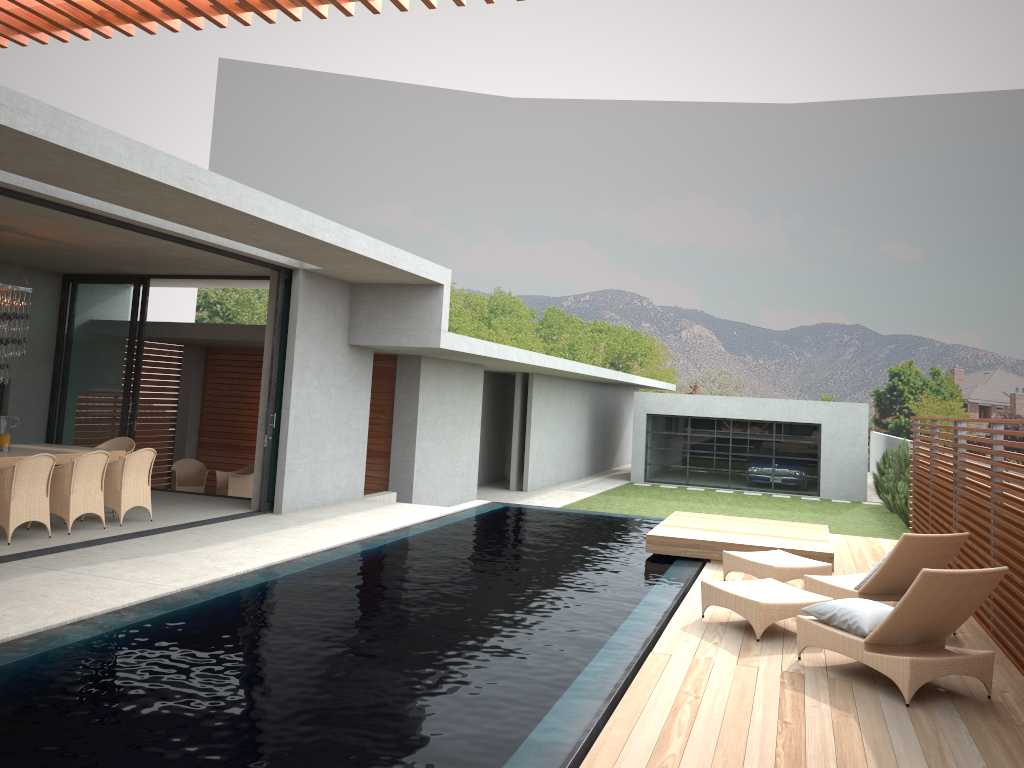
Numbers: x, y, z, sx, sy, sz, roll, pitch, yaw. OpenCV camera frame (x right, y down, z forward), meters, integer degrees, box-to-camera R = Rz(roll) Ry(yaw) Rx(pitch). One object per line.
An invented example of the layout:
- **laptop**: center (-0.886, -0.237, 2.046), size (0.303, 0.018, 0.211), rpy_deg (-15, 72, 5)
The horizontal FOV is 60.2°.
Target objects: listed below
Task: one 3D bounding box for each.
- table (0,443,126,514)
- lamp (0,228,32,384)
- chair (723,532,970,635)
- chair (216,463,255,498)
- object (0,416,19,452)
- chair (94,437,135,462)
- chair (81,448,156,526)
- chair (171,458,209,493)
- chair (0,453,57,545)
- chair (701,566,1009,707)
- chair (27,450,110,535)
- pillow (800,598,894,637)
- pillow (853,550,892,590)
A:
- **table**: center (-5.878, 1.116, 9.488), size (1.280, 0.762, 3.238), rpy_deg (2, -1, 18)
- **lamp**: center (-5.848, -0.876, 9.845), size (0.618, 1.769, 0.614), rpy_deg (1, -5, 18)
- **chair**: center (2.872, 1.571, 7.913), size (0.698, 0.833, 2.288), rpy_deg (5, -2, -23)
- **chair**: center (-4.738, 1.806, 15.281), size (0.627, 0.870, 0.616), rpy_deg (7, -5, -42)
- **object**: center (-5.686, 0.557, 9.910), size (0.193, 0.389, 0.191), rpy_deg (3, -5, 0)
- **chair**: center (-5.283, 1.127, 11.459), size (0.618, 0.870, 0.625), rpy_deg (2, -4, 18)
- **chair**: center (-4.499, 1.151, 10.207), size (0.630, 0.870, 0.613), rpy_deg (2, -4, 18)
- **chair**: center (-5.644, 1.757, 15.404), size (0.615, 0.870, 0.628), rpy_deg (5, -4, -27)
- **chair**: center (-4.955, 1.104, 8.810), size (0.630, 0.870, 0.613), rpy_deg (2, -4, 18)
- **chair**: center (2.307, 1.517, 6.341), size (0.698, 0.833, 2.287), rpy_deg (5, -2, -22)
- **chair**: center (-4.727, 1.128, 9.508), size (0.630, 0.870, 0.613), rpy_deg (2, -4, 18)
- **pillow**: center (2.398, 1.574, 6.011), size (0.593, 0.195, 0.592), rpy_deg (4, -1, -26)
- **pillow**: center (3.180, 1.508, 7.219), size (0.607, 0.430, 0.425), rpy_deg (4, -3, -24)
